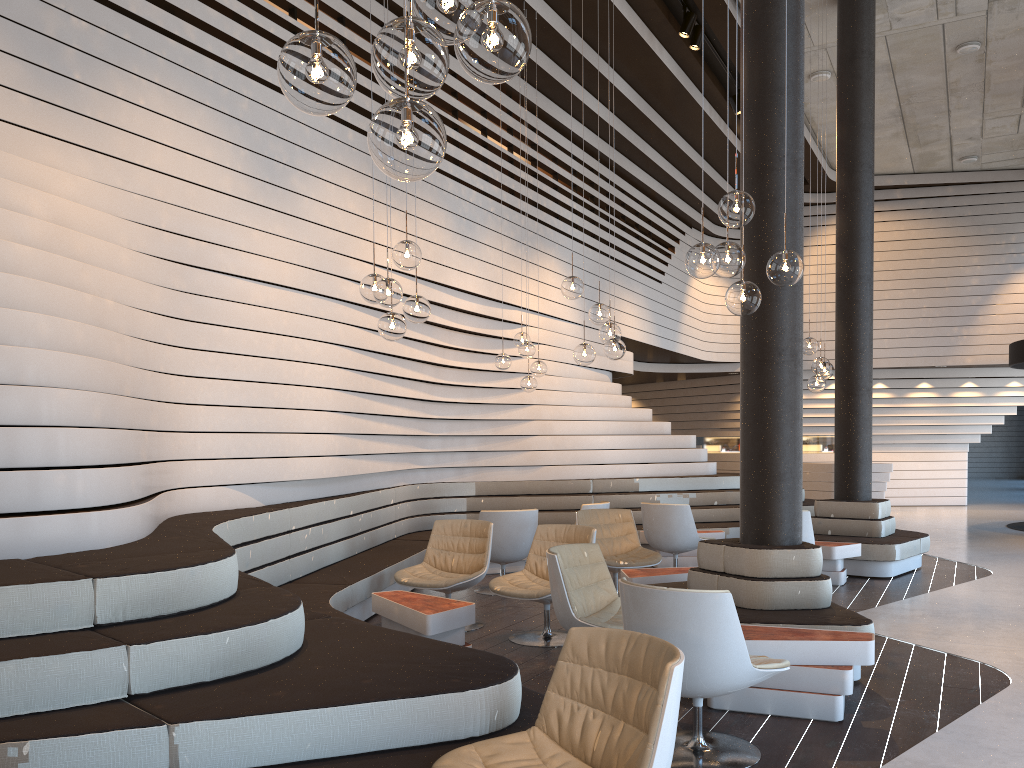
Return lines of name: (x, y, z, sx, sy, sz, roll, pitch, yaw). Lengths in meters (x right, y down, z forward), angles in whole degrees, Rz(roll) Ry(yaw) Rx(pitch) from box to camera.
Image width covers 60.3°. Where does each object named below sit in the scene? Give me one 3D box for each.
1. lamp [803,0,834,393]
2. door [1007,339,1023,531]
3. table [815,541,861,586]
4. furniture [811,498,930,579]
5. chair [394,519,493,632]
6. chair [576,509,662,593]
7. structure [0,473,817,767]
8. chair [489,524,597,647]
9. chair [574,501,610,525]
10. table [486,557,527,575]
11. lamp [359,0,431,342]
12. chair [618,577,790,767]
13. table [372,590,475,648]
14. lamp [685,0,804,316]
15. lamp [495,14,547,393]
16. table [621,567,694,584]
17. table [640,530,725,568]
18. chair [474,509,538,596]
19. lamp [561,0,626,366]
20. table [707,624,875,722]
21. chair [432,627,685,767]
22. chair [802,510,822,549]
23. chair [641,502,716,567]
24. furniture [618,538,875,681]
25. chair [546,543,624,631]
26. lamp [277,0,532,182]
lamp: (3.985, -1.881, 13.563, 9.080, 4.623, 41.713, -2, -4, 27)
door: (9.011, 0.766, 12.746, 3.221, 2.860, 3.233, -1, -1, 35)
table: (2.840, 1.712, 8.465, 0.911, 0.371, 0.411, -2, -2, 30)
furniture: (3.705, 1.578, 9.187, 1.762, 0.724, 1.282, 1, -3, -27)
chair: (-0.481, 1.416, 6.553, 0.660, 0.768, 0.706, -1, -1, 35)
chair: (0.888, 1.468, 7.522, 0.653, 0.768, 0.713, 0, -1, -22)
structure: (-1.126, 1.279, 5.628, 5.800, 0.929, 18.132, -2, -4, 24)
chair: (0.233, 1.377, 6.081, 0.706, 0.768, 0.660, 0, -1, -42)
chair: (0.622, 1.559, 8.831, 0.714, 0.768, 0.653, -1, 0, 27)
table: (-0.189, 1.794, 9.277, 0.901, 0.371, 0.415, 1, -2, -25)
lamp: (-0.658, -2.591, 4.997, 0.295, 4.689, 0.540, 0, 2, 23)
chair: (0.817, 1.222, 3.852, 0.706, 0.768, 0.660, 0, -1, -44)
table: (-0.535, 1.547, 5.564, 0.411, 0.371, 0.911, 0, -3, -30)
lamp: (1.070, -2.670, 4.060, 0.546, 4.689, 0.291, 0, 2, 13)
lamp: (0.087, -2.281, 8.602, 0.531, 4.729, 0.332, -1, 2, -10)
table: (1.180, 1.612, 6.761, 0.901, 0.371, 0.415, 1, -2, -25)
table: (1.867, 1.794, 9.555, 0.905, 0.372, 0.413, -1, -1, 0)
chair: (-0.088, 1.516, 8.098, 0.654, 0.768, 0.713, 0, -1, -18)
lamp: (0.587, -2.513, 6.465, 0.311, 4.756, 0.657, 1, 3, 36)
table: (1.354, 1.456, 4.471, 0.909, 0.371, 0.412, -2, -1, 20)
chair: (0.133, 1.139, 2.526, 0.707, 0.768, 0.659, 0, 0, -25)
chair: (2.383, 1.474, 7.816, 0.660, 0.768, 0.706, -1, -1, 28)
chair: (1.623, 1.542, 8.720, 0.660, 0.768, 0.706, -1, -1, 44)
furniture: (1.359, 1.360, 5.636, 1.274, 0.723, 1.774, 0, -3, -2)
chair: (0.548, 1.293, 4.875, 0.714, 0.768, 0.652, -1, 0, 31)
lamp: (-0.253, -2.751, 1.846, 0.543, 4.643, 0.275, -1, 2, -11)
